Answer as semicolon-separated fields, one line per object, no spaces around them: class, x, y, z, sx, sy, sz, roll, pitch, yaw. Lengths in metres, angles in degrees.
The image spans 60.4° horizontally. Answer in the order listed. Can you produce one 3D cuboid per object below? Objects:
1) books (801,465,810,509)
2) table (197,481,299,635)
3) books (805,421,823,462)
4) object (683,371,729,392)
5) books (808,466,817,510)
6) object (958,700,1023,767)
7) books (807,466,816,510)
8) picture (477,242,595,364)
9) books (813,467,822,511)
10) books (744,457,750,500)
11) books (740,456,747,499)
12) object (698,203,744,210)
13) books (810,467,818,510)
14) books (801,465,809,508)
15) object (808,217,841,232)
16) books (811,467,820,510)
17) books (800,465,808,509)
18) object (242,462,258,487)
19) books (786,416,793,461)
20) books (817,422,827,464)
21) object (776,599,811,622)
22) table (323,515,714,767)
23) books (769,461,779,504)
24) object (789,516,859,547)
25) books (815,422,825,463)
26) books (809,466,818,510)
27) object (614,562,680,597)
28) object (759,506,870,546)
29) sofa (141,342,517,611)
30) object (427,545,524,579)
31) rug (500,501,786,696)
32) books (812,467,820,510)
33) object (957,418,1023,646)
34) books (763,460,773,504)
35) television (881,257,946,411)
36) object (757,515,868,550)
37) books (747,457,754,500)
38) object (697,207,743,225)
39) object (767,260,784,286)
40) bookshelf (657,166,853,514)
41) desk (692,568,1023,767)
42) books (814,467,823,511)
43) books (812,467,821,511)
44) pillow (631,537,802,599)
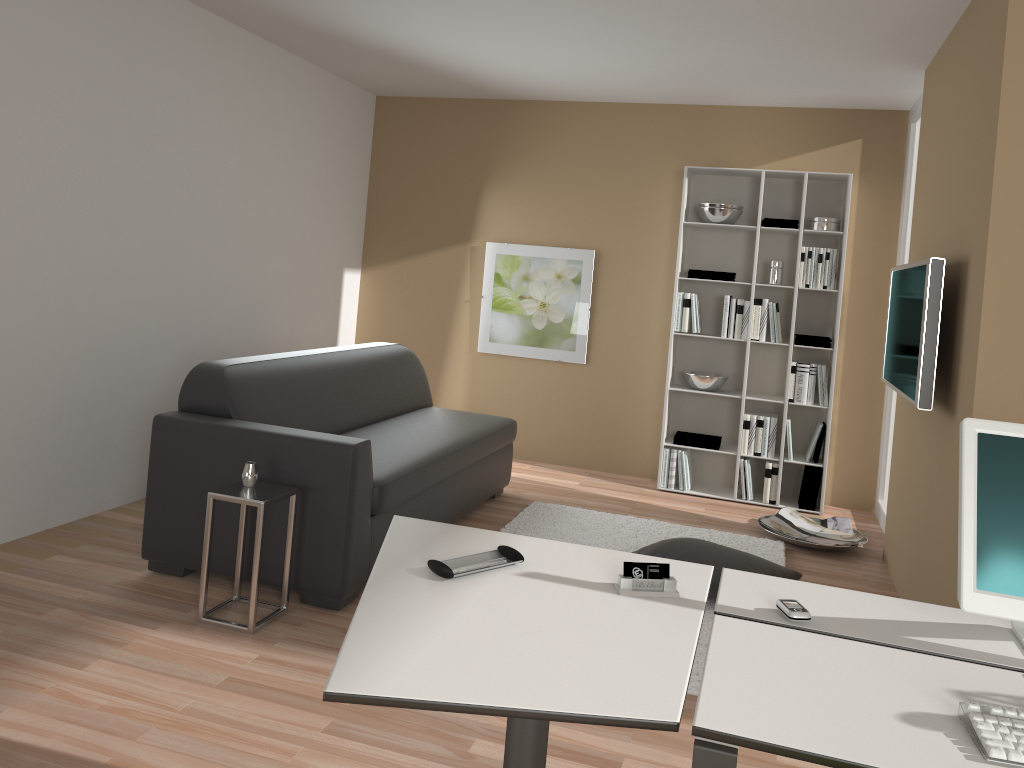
books;1.883;0.647;5.652;0.032;0.270;0.214;5;3;16
table;-0.967;0.623;3.234;0.228;0.469;0.238;5;2;16
books;1.946;0.367;5.671;0.085;0.245;0.208;5;3;17
object;1.292;-0.013;5.885;0.298;0.106;0.302;3;7;-19
books;1.919;0.654;5.636;0.032;0.269;0.212;5;3;16
object;0.949;0.560;1.419;0.457;0.079;0.389;6;7;11
books;1.914;0.654;5.639;0.032;0.268;0.211;5;3;16
picture;0.167;-0.595;6.384;0.818;0.815;0.019;6;0;17
books;1.951;0.656;5.628;0.032;0.273;0.219;5;3;16
books;1.539;0.608;5.745;0.058;0.257;0.208;5;3;16
books;1.516;0.603;5.757;0.060;0.259;0.208;5;3;16
object;1.390;-1.139;5.883;0.298;0.106;0.302;3;7;-19
books;1.930;0.653;5.638;0.032;0.270;0.214;5;3;16
books;1.878;0.646;5.653;0.032;0.270;0.214;5;3;16
object;2.015;-1.023;5.677;0.191;0.090;0.193;1;7;-31
books;1.935;0.654;5.631;0.032;0.272;0.217;5;3;16
books;1.871;0.648;5.651;0.032;0.269;0.212;5;3;16
object;-0.978;0.337;3.283;0.057;0.086;0.058;4;2;-14
books;1.791;0.348;5.684;0.060;0.259;0.208;5;3;16
books;1.985;0.377;5.656;0.043;0.237;0.211;5;3;17
object;0.571;0.460;1.787;0.047;0.021;0.085;4;7;-5
table;-0.054;0.774;1.732;0.812;0.686;0.929;6;5;13
books;1.698;0.627;5.700;0.040;0.258;0.208;5;3;16
object;1.729;0.830;4.922;0.344;0.096;0.501;7;7;16
books;1.978;0.374;5.659;0.043;0.242;0.219;5;3;17
books;1.925;0.652;5.639;0.032;0.270;0.214;5;3;16
object;0.288;0.414;1.866;0.130;0.055;0.049;4;3;-8
object;1.679;0.814;4.922;0.342;0.096;0.503;-1;9;-43
sofa;-0.710;0.295;4.505;0.954;0.831;2.266;6;6;16
object;-0.077;0.387;1.923;0.215;0.030;0.090;-2;9;-43
rug;0.505;0.877;3.976;1.454;0.045;2.032;7;7;16
books;1.940;0.657;5.631;0.032;0.268;0.211;5;3;16
object;1.128;0.315;1.721;0.467;0.431;0.197;6;2;17
books;1.658;0.622;5.708;0.040;0.258;0.208;5;3;16
television;1.747;-0.244;3.876;0.054;0.576;1.178;5;6;16
object;1.667;0.843;4.910;0.584;0.063;0.590;4;7;-9
books;1.560;0.607;5.756;0.058;0.257;0.208;5;3;16
object;1.387;-1.112;5.883;0.298;0.106;0.302;3;7;-19
object;1.714;-0.721;5.721;0.094;0.161;0.093;6;2;31
bookshelf;1.590;-0.326;5.813;1.042;2.139;0.332;5;0;17
desk;1.118;0.908;1.469;1.606;0.685;0.806;7;4;16
books;1.956;0.659;5.626;0.032;0.268;0.211;5;3;16
books;1.945;0.658;5.630;0.032;0.268;0.211;5;3;16
pillow;0.880;0.819;3.905;0.614;0.209;0.581;11;8;41
